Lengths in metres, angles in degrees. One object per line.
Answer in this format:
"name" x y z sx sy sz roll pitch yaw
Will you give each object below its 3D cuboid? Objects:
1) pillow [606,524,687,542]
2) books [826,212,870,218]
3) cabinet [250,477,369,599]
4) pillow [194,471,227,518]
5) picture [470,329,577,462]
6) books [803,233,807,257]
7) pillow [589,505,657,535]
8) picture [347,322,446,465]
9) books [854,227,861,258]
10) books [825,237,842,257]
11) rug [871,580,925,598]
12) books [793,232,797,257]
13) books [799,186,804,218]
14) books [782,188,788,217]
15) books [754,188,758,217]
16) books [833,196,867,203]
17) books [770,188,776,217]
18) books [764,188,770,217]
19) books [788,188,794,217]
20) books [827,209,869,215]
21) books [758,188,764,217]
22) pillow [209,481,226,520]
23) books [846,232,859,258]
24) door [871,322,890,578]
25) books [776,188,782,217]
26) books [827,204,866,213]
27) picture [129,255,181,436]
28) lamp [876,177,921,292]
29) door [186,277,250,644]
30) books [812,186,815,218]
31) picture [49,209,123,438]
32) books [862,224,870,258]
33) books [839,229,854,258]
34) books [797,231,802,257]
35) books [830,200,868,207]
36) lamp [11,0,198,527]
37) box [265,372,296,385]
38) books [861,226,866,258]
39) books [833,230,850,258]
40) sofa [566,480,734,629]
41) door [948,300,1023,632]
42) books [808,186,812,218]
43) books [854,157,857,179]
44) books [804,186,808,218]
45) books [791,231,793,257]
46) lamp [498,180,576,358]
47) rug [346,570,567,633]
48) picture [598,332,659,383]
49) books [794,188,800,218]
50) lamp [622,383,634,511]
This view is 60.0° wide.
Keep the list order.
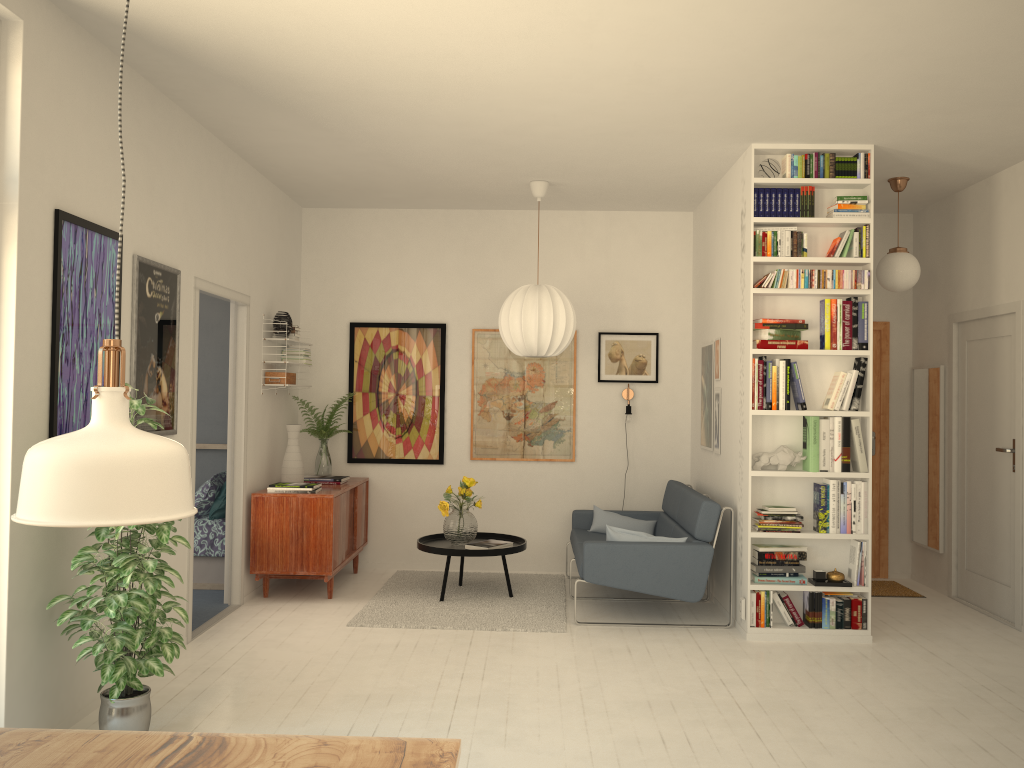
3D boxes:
"pillow" 0.810 1.040 5.489 0.533 0.353 0.141 1 -1 1
"books" 1.990 -0.986 5.305 0.214 0.038 0.222 1 -1 1
"cabinet" -1.440 1.100 6.477 0.546 0.727 1.262 1 -1 1
"pillow" -2.228 0.817 6.495 0.237 0.338 0.437 1 -1 -1
"picture" 0.092 0.090 7.113 0.838 1.053 0.012 1 -1 1
"books" 1.726 -0.810 5.295 0.020 0.145 0.189 1 -1 1
"pillow" 0.845 1.069 6.764 0.540 0.277 0.157 1 -1 3
"picture" -0.927 0.075 7.134 0.778 1.134 0.018 1 -1 1
"books" 2.047 -0.829 5.310 0.022 0.187 0.186 1 -1 1
"books" 1.908 -0.802 5.325 0.073 0.129 0.200 1 -1 1
"rug" 2.495 1.524 6.620 0.941 0.002 0.553 1 -1 1
"books" 1.664 -0.816 5.311 0.024 0.155 0.206 1 -1 1
"books" 1.713 -1.067 5.324 0.020 0.191 0.205 1 -1 1
"books" 1.612 -1.063 5.315 0.034 0.179 0.188 1 -1 1
"books" 1.437 -1.066 5.319 0.034 0.179 0.188 1 -1 1
"books" 2.007 -1.087 5.298 0.169 0.032 0.188 1 -1 6
"books" 1.542 -1.064 5.317 0.034 0.179 0.188 1 -1 1
"books" 1.507 -1.065 5.318 0.034 0.179 0.188 1 -1 1
"books" 1.647 -1.063 5.314 0.034 0.179 0.188 1 -1 1
"books" 1.993 -1.014 5.304 0.200 0.018 0.208 1 -1 1
"books" 1.472 -1.065 5.319 0.034 0.179 0.188 1 -1 1
"pillow" -2.066 0.834 6.702 0.237 0.385 0.767 1 -1 -1
"books" 2.019 -0.812 5.293 0.030 0.153 0.199 1 -1 1
"door" 2.526 0.515 7.089 0.931 2.033 0.159 1 -1 1
"books" 1.577 -1.064 5.316 0.034 0.179 0.188 1 -1 1
"books" 1.981 -1.039 5.304 0.173 0.030 0.199 1 -1 -9
"picture" -1.774 -0.172 4.429 0.020 0.869 0.525 1 -1 1
"lamp" 2.601 -1.001 5.973 0.275 0.767 0.275 1 -1 -4
"door" -2.203 0.420 5.393 0.882 2.033 0.955 1 -1 1
"books" 1.774 -1.066 5.322 0.020 0.191 0.205 1 -1 1
"picture" -1.790 -0.185 3.747 0.018 0.999 0.545 1 -1 1
"books" 2.085 -0.834 5.293 0.022 0.199 0.212 1 -1 1
"books" 1.975 -0.821 5.298 0.065 0.168 0.228 1 -1 1
"books" 1.687 -0.816 5.277 0.023 0.153 0.176 1 -1 1
"books" 1.997 -1.063 5.282 0.179 0.016 0.208 1 -1 6
"lamp" -0.537 -0.619 1.222 0.229 1.596 0.229 0 -2 36
"box" -1.654 -0.039 6.341 0.152 0.084 0.265 1 -1 2
"books" 2.066 -0.829 5.296 0.014 0.188 0.218 1 -1 1
"books" 1.942 -0.819 5.312 0.092 0.165 0.222 1 -1 1
"sofa" 0.885 1.107 6.132 0.964 0.773 1.602 1 -1 1
"door" 3.201 0.508 5.922 0.166 2.033 0.955 1 -1 1
"books" 1.753 -1.067 5.311 0.020 0.191 0.205 1 -1 1
"books" 2.018 -1.266 5.276 0.017 0.130 0.150 1 -1 1
"books" 1.733 -1.067 5.320 0.020 0.191 0.205 1 -1 1
"books" 1.645 -0.819 5.292 0.013 0.159 0.176 1 -1 1
"lamp" 0.183 -0.803 6.213 0.536 1.229 0.536 0 -1 35
"rug" -0.292 1.470 6.114 1.304 0.012 1.660 1 -1 3
"picture" 0.930 -0.211 7.097 0.481 0.402 0.015 1 -1 1
"books" 1.682 -1.062 5.313 0.034 0.179 0.188 1 -1 1
"lamp" 0.782 0.702 7.017 0.360 1.416 0.112 1 -1 1
